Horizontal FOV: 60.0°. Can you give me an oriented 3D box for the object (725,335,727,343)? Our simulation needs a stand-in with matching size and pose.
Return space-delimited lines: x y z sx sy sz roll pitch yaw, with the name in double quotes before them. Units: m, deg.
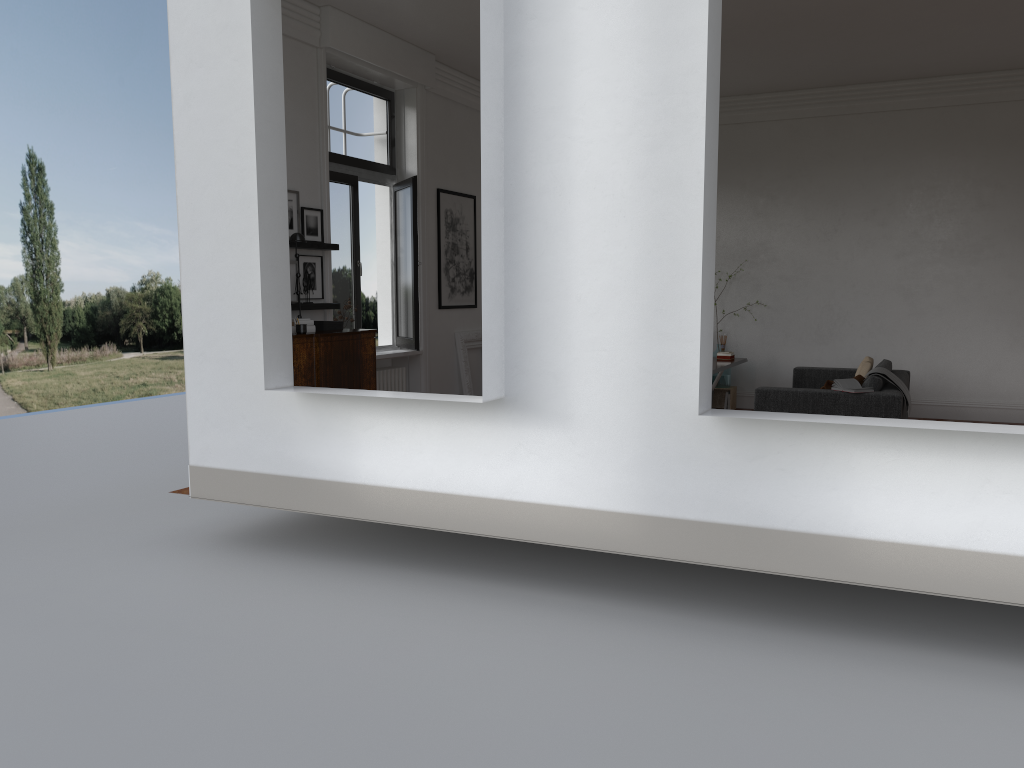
"object" 2.482 -0.487 10.312 0.008 0.193 0.049 -6 9 -41

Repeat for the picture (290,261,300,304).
"picture" -1.943 -0.861 7.489 0.020 0.366 0.433 3 7 25

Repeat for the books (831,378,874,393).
"books" 3.012 0.012 7.838 0.224 0.096 0.278 -3 7 -23

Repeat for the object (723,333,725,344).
"object" 2.472 -0.493 10.355 0.038 0.195 0.008 -6 9 -38

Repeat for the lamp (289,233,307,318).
"lamp" -1.759 -0.829 7.307 0.174 0.804 0.490 -1 7 -10

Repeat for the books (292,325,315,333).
"books" -1.773 -0.441 7.163 0.229 0.057 0.294 3 7 25

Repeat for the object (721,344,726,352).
"object" 2.462 -0.423 10.339 0.058 0.091 0.058 1 7 12

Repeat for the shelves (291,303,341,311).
"shelves" -1.943 -0.636 7.359 0.156 0.055 1.511 3 7 25

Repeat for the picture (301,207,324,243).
"picture" -1.758 -1.395 7.815 0.020 0.304 0.289 3 7 25

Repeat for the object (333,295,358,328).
"object" -1.643 -0.560 8.575 0.317 0.601 0.540 -1 7 -4

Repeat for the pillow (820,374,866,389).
"pillow" 2.997 0.113 8.175 0.469 0.398 0.329 -3 7 -27

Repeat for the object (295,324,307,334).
"object" -1.649 -0.429 6.942 0.091 0.077 0.091 0 6 -2

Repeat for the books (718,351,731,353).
"books" 2.478 -0.370 10.313 0.128 0.008 0.159 3 7 27

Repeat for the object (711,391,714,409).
"object" 2.428 0.231 11.264 0.261 0.305 0.260 -1 7 -10

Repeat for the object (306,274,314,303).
"object" -1.779 -0.836 7.785 0.040 0.262 0.110 3 8 25

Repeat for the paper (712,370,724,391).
"paper" 2.529 0.062 11.192 0.330 0.611 0.047 1 7 6

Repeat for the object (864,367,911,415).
"object" 3.520 0.057 8.294 0.400 0.388 0.750 3 7 25

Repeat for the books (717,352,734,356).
"books" 2.483 -0.350 10.300 0.164 0.028 0.207 2 6 23

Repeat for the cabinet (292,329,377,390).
"cabinet" -1.654 0.175 7.376 0.640 1.221 1.263 3 7 25

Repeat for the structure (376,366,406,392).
"structure" -1.520 0.258 9.102 0.225 0.780 1.450 3 7 25

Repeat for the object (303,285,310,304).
"object" -1.778 -0.771 7.649 0.040 0.161 0.066 3 8 25

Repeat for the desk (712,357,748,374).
"desk" 1.821 0.154 9.637 1.029 0.753 2.221 3 7 25

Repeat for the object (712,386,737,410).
"object" 2.669 0.194 11.544 0.435 0.317 0.340 3 7 25

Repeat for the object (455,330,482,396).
"object" -0.391 -0.103 10.671 0.233 1.065 0.828 3 7 25

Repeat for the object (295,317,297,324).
"object" -1.676 -0.460 6.918 0.010 0.139 0.045 3 8 22

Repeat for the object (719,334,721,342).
"object" 2.433 -0.489 10.328 0.049 0.193 0.008 -1 7 -5

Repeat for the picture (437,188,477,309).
"picture" -0.625 -1.534 10.220 0.035 1.327 0.881 3 8 25

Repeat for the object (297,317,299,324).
"object" -1.657 -0.465 6.901 0.010 0.119 0.050 4 8 28

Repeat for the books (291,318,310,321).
"books" -1.760 -0.519 7.145 0.179 0.014 0.200 3 7 25

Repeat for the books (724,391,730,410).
"books" 2.772 0.223 11.408 0.054 0.258 0.187 3 8 26

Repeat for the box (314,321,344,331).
"box" -1.623 -0.507 7.664 0.208 0.087 0.281 3 7 25

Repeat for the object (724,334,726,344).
"object" 2.482 -0.492 10.349 0.044 0.194 0.008 -5 9 -34

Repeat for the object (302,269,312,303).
"object" -1.784 -0.847 7.709 0.040 0.299 0.118 3 8 25

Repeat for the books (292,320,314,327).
"books" -1.777 -0.492 7.161 0.254 0.044 0.239 3 7 25

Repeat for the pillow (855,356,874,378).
"pillow" 3.748 -0.056 9.519 0.225 0.461 0.485 3 7 25

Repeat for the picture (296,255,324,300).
"picture" -1.780 -0.941 7.830 0.020 0.385 0.342 3 7 25

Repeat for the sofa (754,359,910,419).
"sofa" 3.339 0.218 9.068 1.261 0.831 2.639 3 7 25

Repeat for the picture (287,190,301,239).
"picture" -1.915 -1.434 7.479 0.020 0.410 0.368 3 7 25

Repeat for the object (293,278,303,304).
"object" -1.832 -0.815 7.592 0.040 0.261 0.123 3 8 25

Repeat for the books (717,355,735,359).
"books" 2.484 -0.315 10.295 0.159 0.040 0.215 3 7 27

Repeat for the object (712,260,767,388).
"object" 2.852 -0.983 11.390 0.807 2.063 0.353 1 7 6

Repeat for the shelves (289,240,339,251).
"shelves" -1.943 -1.157 7.293 0.158 0.055 1.511 3 7 25
